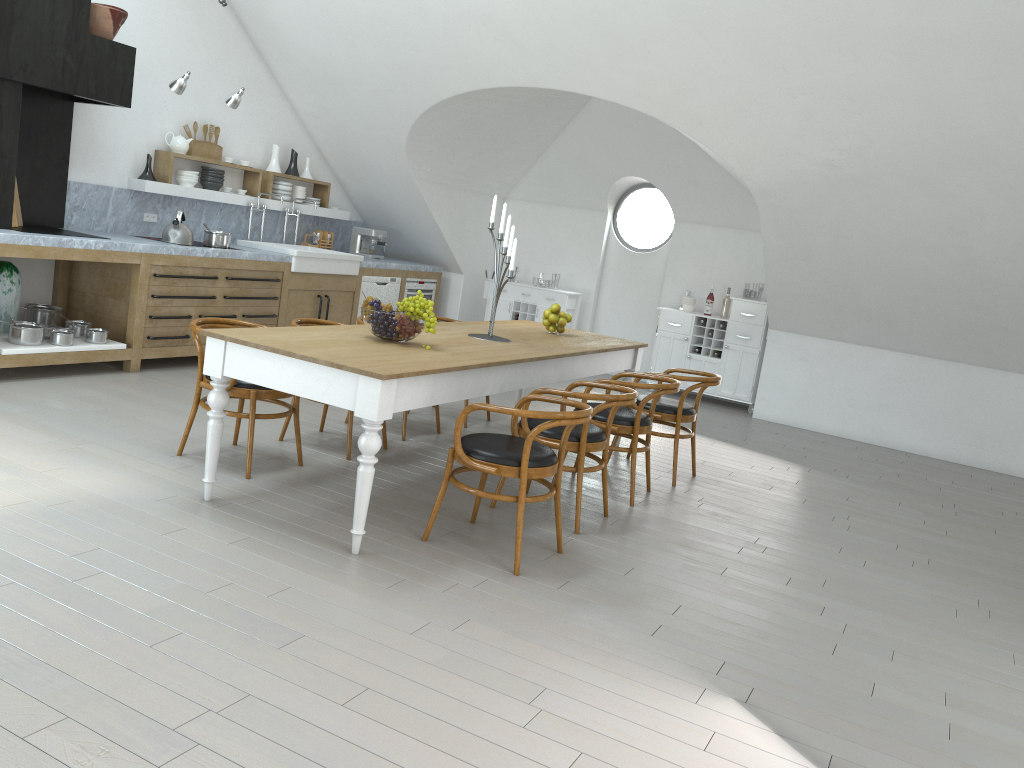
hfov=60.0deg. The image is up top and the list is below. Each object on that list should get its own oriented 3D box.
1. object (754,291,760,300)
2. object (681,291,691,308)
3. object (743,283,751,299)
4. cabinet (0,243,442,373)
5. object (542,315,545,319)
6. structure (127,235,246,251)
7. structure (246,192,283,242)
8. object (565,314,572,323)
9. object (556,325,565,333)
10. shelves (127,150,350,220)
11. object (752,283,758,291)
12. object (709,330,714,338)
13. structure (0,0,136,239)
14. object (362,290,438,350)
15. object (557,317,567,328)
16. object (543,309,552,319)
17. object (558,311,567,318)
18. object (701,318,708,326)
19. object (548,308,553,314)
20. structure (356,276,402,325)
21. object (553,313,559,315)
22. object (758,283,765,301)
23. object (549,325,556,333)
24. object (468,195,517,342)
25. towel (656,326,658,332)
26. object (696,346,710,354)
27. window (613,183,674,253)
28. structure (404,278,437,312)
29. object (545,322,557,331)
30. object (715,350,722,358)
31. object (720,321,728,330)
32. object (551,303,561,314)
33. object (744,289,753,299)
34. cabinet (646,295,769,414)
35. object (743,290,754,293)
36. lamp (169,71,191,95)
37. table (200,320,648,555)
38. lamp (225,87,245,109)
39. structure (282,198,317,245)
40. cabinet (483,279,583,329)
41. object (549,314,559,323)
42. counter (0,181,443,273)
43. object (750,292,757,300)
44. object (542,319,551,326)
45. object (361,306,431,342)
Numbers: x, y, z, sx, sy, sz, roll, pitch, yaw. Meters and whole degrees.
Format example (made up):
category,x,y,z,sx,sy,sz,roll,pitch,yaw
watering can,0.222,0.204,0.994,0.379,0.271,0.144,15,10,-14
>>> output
category,x,y,z,sx,sy,sz,roll,pitch,yaw
object,2.580,-0.929,9.351,0.071,0.098,0.071,14,10,34
object,1.935,-0.942,9.844,0.116,0.208,0.065,13,9,28
object,2.464,-0.977,9.311,0.048,0.169,0.048,4,9,-31
cabinet,-2.738,-0.635,7.642,1.006,1.018,6.438,13,10,25
object,0.245,-0.464,6.207,0.062,0.059,0.062,14,10,30
structure,-2.696,-1.154,7.387,0.649,0.041,0.738,13,10,26
structure,-2.317,-1.542,8.409,0.333,0.528,0.215,10,8,6
object,0.389,-0.457,6.173,0.063,0.063,0.062,7,9,-12
object,0.339,-0.385,6.170,0.064,0.063,0.064,15,11,37
shelves,-2.907,-2.235,7.147,0.481,1.356,5.562,12,10,20
object,2.570,-0.982,9.412,0.054,0.178,0.054,12,8,20
object,2.164,-0.539,9.498,0.085,0.085,0.331,13,10,25
structure,-3.309,-2.017,6.115,0.782,1.877,1.077,13,9,26
object,-0.581,-0.353,4.525,0.393,0.283,0.294,7,9,-10
object,0.343,-0.424,6.107,0.071,0.072,0.071,7,9,-9
object,0.249,-0.483,6.145,0.066,0.071,0.073,8,8,-5
object,0.349,-0.474,6.134,0.058,0.057,0.053,16,11,40
object,2.088,-0.668,9.521,0.093,0.094,0.359,13,10,26
object,0.277,-0.508,6.225,0.062,0.059,0.062,13,9,26
structure,-1.664,-0.775,9.400,0.600,0.819,0.725,13,9,26
object,0.308,-0.481,6.190,0.053,0.050,0.053,8,8,-3
object,2.633,-0.975,9.401,0.063,0.186,0.063,10,8,12
object,0.280,-0.380,6.132,0.050,0.050,0.051,13,10,29
object,-0.068,-0.712,5.357,0.265,0.871,0.778,9,8,0
towel,1.655,-0.662,9.863,0.049,0.203,0.150,13,9,26
object,2.070,-0.364,9.552,0.156,0.085,0.331,13,10,27
window,1.565,-1.925,10.310,0.902,0.896,0.060,13,9,26
structure,-1.305,-0.926,10.058,0.632,0.634,0.633,13,9,26
object,0.272,-0.407,6.196,0.080,0.073,0.079,6,9,-19
object,2.219,-0.324,9.470,0.081,0.080,0.359,12,10,23
object,2.266,-0.620,9.424,0.088,0.084,0.360,13,10,25
object,0.305,-0.523,6.145,0.072,0.074,0.072,13,9,26
object,2.457,-0.932,9.235,0.081,0.105,0.082,5,9,-26
cabinet,2.156,-0.394,9.565,1.245,1.149,0.610,13,9,26
object,2.495,-0.945,9.382,0.094,0.093,0.094,4,10,-31
lamp,-2.483,-2.246,6.604,0.115,0.177,0.165,1,12,-45
table,-0.260,0.118,5.314,1.021,0.796,3.354,13,10,25
lamp,-2.217,-2.294,7.116,0.169,0.176,0.112,11,9,18
structure,-2.096,-1.580,8.844,0.333,0.528,0.215,10,8,6
cabinet,0.190,-0.752,10.331,1.137,0.786,0.497,13,9,26
object,0.287,-0.450,6.089,0.071,0.063,0.072,12,9,19
counter,-2.601,-1.445,7.609,0.964,0.617,6.586,13,10,25
object,2.519,-0.923,9.295,0.077,0.085,0.077,14,10,33
object,0.239,-0.426,6.128,0.060,0.055,0.059,12,9,20
object,-0.606,-0.297,4.558,0.360,0.159,0.361,10,9,6
